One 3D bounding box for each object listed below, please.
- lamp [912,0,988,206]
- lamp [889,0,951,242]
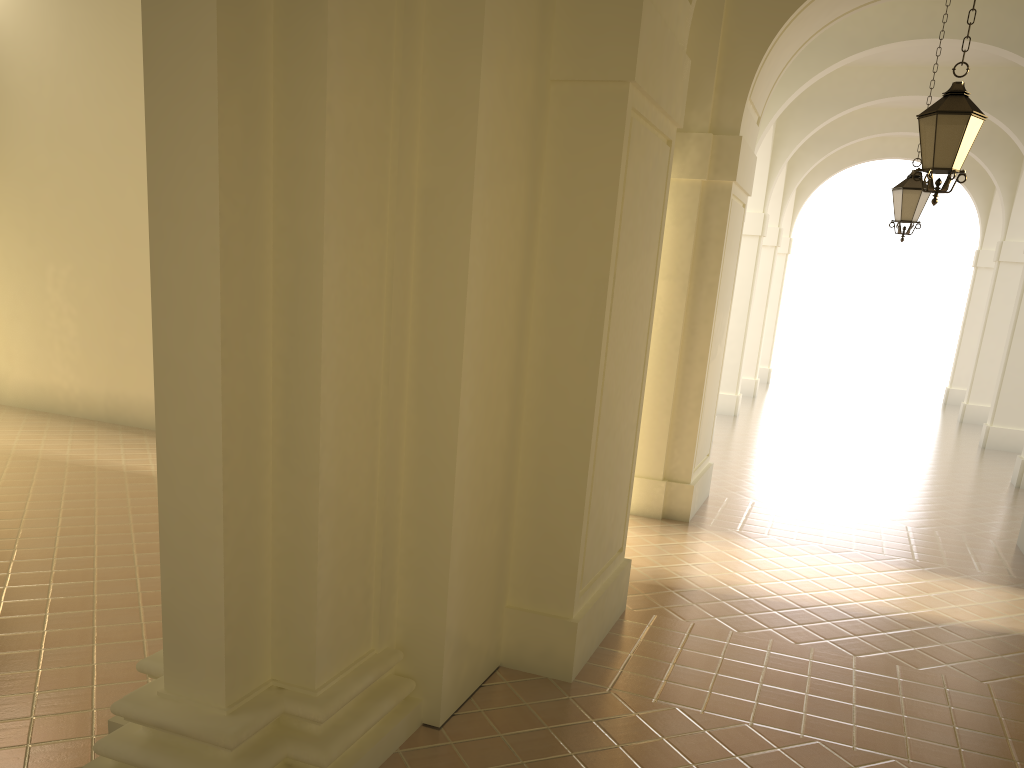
[{"bbox_3d":[3.470,-3.063,6.475,0.443,3.447,0.489,2,16,-10],"label":"lamp"},{"bbox_3d":[5.254,-3.513,11.051,0.506,3.447,0.428,10,16,19],"label":"lamp"}]
